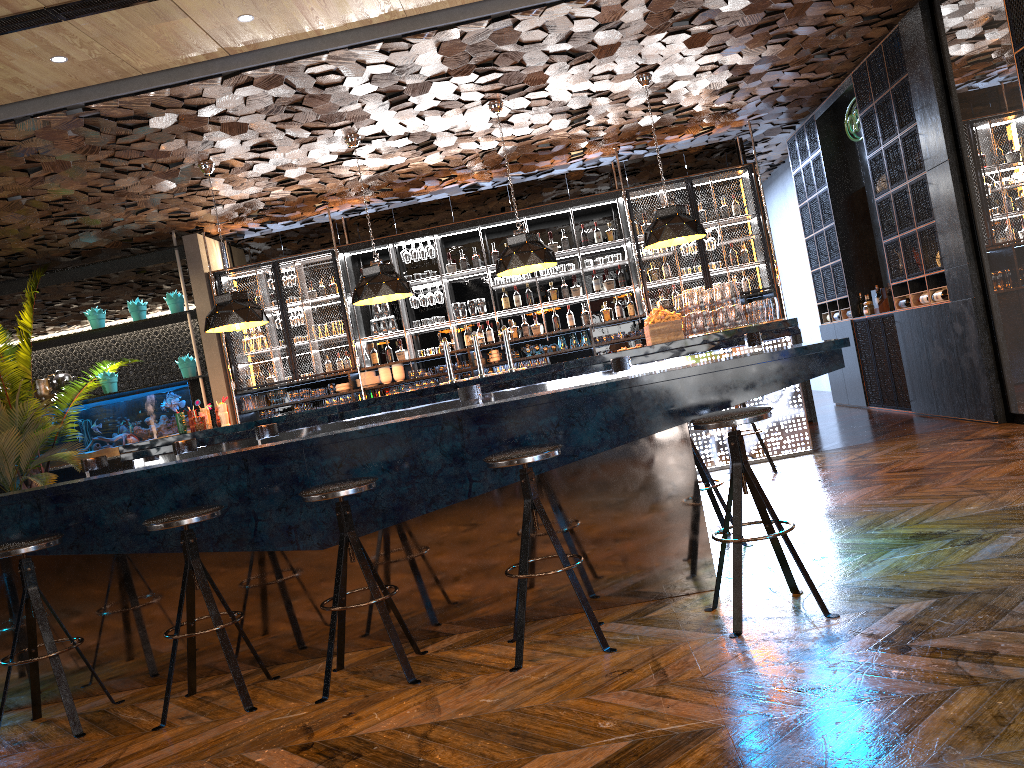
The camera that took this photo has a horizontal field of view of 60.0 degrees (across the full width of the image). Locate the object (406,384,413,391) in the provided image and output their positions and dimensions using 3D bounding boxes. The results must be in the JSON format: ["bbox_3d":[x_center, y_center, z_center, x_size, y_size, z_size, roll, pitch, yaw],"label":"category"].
[{"bbox_3d":[-1.227,0.108,10.765,0.082,0.213,0.082,-11,0,34],"label":"object"}]

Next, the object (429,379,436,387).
[{"bbox_3d":[-0.955,0.054,10.744,0.084,0.216,0.084,-11,0,-44],"label":"object"}]

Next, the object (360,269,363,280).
[{"bbox_3d":[-1.847,-1.288,11.023,0.086,0.298,0.086,-11,0,-37],"label":"object"}]

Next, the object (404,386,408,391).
[{"bbox_3d":[-1.305,0.122,10.951,0.082,0.213,0.082,-11,0,36],"label":"object"}]

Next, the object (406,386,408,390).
[{"bbox_3d":[-1.297,0.120,11.040,0.082,0.213,0.082,-11,0,3],"label":"object"}]

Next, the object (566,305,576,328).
[{"bbox_3d":[0.714,-0.821,10.848,0.086,0.298,0.086,-11,0,-37],"label":"object"}]

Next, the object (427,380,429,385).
[{"bbox_3d":[-1.033,0.069,10.880,0.084,0.216,0.084,-11,0,-4],"label":"object"}]

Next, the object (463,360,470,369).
[{"bbox_3d":[-0.556,-0.235,10.789,0.095,0.096,0.095,-11,0,28],"label":"object"}]

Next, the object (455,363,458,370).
[{"bbox_3d":[-0.649,-0.218,10.828,0.095,0.096,0.095,-11,0,4],"label":"object"}]

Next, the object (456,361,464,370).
[{"bbox_3d":[-0.630,-0.221,10.722,0.095,0.096,0.095,-11,0,-22],"label":"object"}]

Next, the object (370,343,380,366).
[{"bbox_3d":[-1.709,-0.362,11.003,0.086,0.299,0.086,-11,0,-37],"label":"object"}]

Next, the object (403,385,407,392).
[{"bbox_3d":[-1.311,0.123,10.860,0.082,0.213,0.082,-11,0,-17],"label":"object"}]

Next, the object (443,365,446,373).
[{"bbox_3d":[-0.858,-0.180,10.902,0.093,0.099,0.093,-11,0,-9],"label":"object"}]

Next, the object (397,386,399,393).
[{"bbox_3d":[-1.410,0.142,10.866,0.082,0.213,0.082,-11,0,-20],"label":"object"}]

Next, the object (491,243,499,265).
[{"bbox_3d":[-0.208,-1.589,10.886,0.083,0.282,0.083,-11,0,-11],"label":"object"}]

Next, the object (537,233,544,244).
[{"bbox_3d":[0.347,-1.702,10.857,0.086,0.298,0.086,-11,0,-37],"label":"object"}]

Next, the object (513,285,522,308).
[{"bbox_3d":[0.062,-1.068,10.908,0.086,0.298,0.086,-11,0,-37],"label":"object"}]

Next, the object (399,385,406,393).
[{"bbox_3d":[-1.318,0.125,10.773,0.082,0.213,0.082,-11,0,37],"label":"object"}]

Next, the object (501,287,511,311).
[{"bbox_3d":[-0.083,-1.039,10.892,0.086,0.299,0.086,-11,0,-37],"label":"object"}]

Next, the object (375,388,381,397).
[{"bbox_3d":[-1.610,0.172,10.816,0.073,0.229,0.073,-11,0,-8],"label":"object"}]

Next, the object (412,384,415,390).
[{"bbox_3d":[-1.215,0.105,10.855,0.082,0.213,0.082,-11,0,-15],"label":"object"}]

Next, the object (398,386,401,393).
[{"bbox_3d":[-1.396,0.139,10.957,0.082,0.213,0.082,-11,0,24],"label":"object"}]

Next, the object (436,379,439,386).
[{"bbox_3d":[-0.938,0.050,11.014,0.084,0.216,0.084,-11,0,26],"label":"object"}]

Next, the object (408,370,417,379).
[{"bbox_3d":[-1.208,-0.112,10.761,0.100,0.100,0.089,-11,0,8],"label":"object"}]

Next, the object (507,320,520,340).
[{"bbox_3d":[0.014,-0.662,10.885,0.151,0.248,0.094,-11,0,-7],"label":"object"}]

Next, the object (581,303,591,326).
[{"bbox_3d":[0.894,-0.846,10.829,0.083,0.282,0.083,-11,0,-11],"label":"object"}]

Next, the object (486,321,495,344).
[{"bbox_3d":[-0.276,-0.634,10.912,0.086,0.298,0.086,-11,0,-37],"label":"object"}]

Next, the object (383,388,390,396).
[{"bbox_3d":[-1.507,0.161,10.786,0.082,0.213,0.082,-11,0,33],"label":"object"}]

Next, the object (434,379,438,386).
[{"bbox_3d":[-0.948,0.053,10.881,0.084,0.216,0.084,-11,0,-44],"label":"object"}]

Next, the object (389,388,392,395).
[{"bbox_3d":[-1.499,0.159,10.875,0.082,0.213,0.082,-11,0,-4],"label":"object"}]

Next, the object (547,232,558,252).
[{"bbox_3d":[0.486,-1.717,10.827,0.123,0.279,0.123,-11,0,-7],"label":"object"}]

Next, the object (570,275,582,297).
[{"bbox_3d":[0.780,-1.192,10.817,0.123,0.279,0.123,-11,0,17],"label":"object"}]

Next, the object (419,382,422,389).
[{"bbox_3d":[-1.122,0.086,10.890,0.084,0.216,0.084,-11,0,16],"label":"object"}]

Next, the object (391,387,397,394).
[{"bbox_3d":[-1.420,0.144,10.780,0.082,0.213,0.082,-11,0,33],"label":"object"}]

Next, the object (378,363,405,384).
[{"bbox_3d":[-1.470,-0.123,10.858,0.309,0.216,0.149,-11,0,1],"label":"object"}]

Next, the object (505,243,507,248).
[{"bbox_3d":[-0.047,-1.601,10.875,0.151,0.248,0.094,-11,0,7],"label":"object"}]

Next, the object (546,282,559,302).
[{"bbox_3d":[0.497,-1.123,10.848,0.151,0.248,0.094,-11,0,-7],"label":"object"}]

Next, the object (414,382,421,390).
[{"bbox_3d":[-1.136,0.089,10.757,0.084,0.216,0.084,-11,0,-8],"label":"object"}]

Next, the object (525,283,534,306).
[{"bbox_3d":[0.209,-1.095,10.870,0.086,0.297,0.086,-11,0,-37],"label":"object"}]

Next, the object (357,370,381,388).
[{"bbox_3d":[-1.769,-0.056,10.911,0.306,0.195,0.300,-11,0,5],"label":"object"}]

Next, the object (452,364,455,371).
[{"bbox_3d":[-0.754,-0.200,10.946,0.093,0.099,0.093,-11,0,-9],"label":"object"}]

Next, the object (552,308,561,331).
[{"bbox_3d":[0.534,-0.786,10.827,0.086,0.297,0.086,-11,0,38],"label":"object"}]

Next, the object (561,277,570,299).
[{"bbox_3d":[0.645,-1.169,10.839,0.083,0.282,0.083,-11,0,4],"label":"object"}]

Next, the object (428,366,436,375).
[{"bbox_3d":[-0.969,-0.159,10.805,0.109,0.100,0.109,-11,0,-13],"label":"object"}]

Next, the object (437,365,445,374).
[{"bbox_3d":[-0.865,-0.178,10.794,0.093,0.099,0.093,-11,0,20],"label":"object"}]

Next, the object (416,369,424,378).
[{"bbox_3d":[-1.124,-0.128,10.811,0.089,0.100,0.100,-11,0,40],"label":"object"}]

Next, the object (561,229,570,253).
[{"bbox_3d":[0.644,-1.750,10.831,0.083,0.282,0.083,-11,0,4],"label":"object"}]

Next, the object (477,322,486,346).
[{"bbox_3d":[-0.390,-0.613,10.943,0.086,0.298,0.086,-11,0,-37],"label":"object"}]

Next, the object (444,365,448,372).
[{"bbox_3d":[-0.769,-0.196,10.741,0.093,0.099,0.093,-11,0,23],"label":"object"}]

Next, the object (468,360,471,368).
[{"bbox_3d":[-0.544,-0.238,10.896,0.095,0.096,0.095,-11,0,44],"label":"object"}]

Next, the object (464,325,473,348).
[{"bbox_3d":[-0.546,-0.582,10.928,0.086,0.299,0.086,-11,0,-37],"label":"object"}]

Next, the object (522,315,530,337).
[{"bbox_3d":[0.162,-0.708,10.876,0.083,0.282,0.083,-11,0,4],"label":"object"}]

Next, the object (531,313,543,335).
[{"bbox_3d":[0.298,-0.731,10.854,0.123,0.279,0.123,-11,0,17],"label":"object"}]

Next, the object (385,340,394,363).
[{"bbox_3d":[-1.523,-0.398,10.960,0.086,0.297,0.086,-11,0,38],"label":"object"}]

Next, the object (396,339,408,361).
[{"bbox_3d":[-1.366,-0.417,10.962,0.123,0.279,0.123,-11,0,17],"label":"object"}]

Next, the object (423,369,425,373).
[{"bbox_3d":[-1.117,-0.130,10.932,0.100,0.100,0.089,-11,0,-44],"label":"object"}]

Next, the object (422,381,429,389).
[{"bbox_3d":[-1.044,0.071,10.749,0.084,0.216,0.084,-11,0,19],"label":"object"}]

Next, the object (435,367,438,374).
[{"bbox_3d":[-0.959,-0.161,10.963,0.109,0.100,0.109,-11,0,-13],"label":"object"}]
